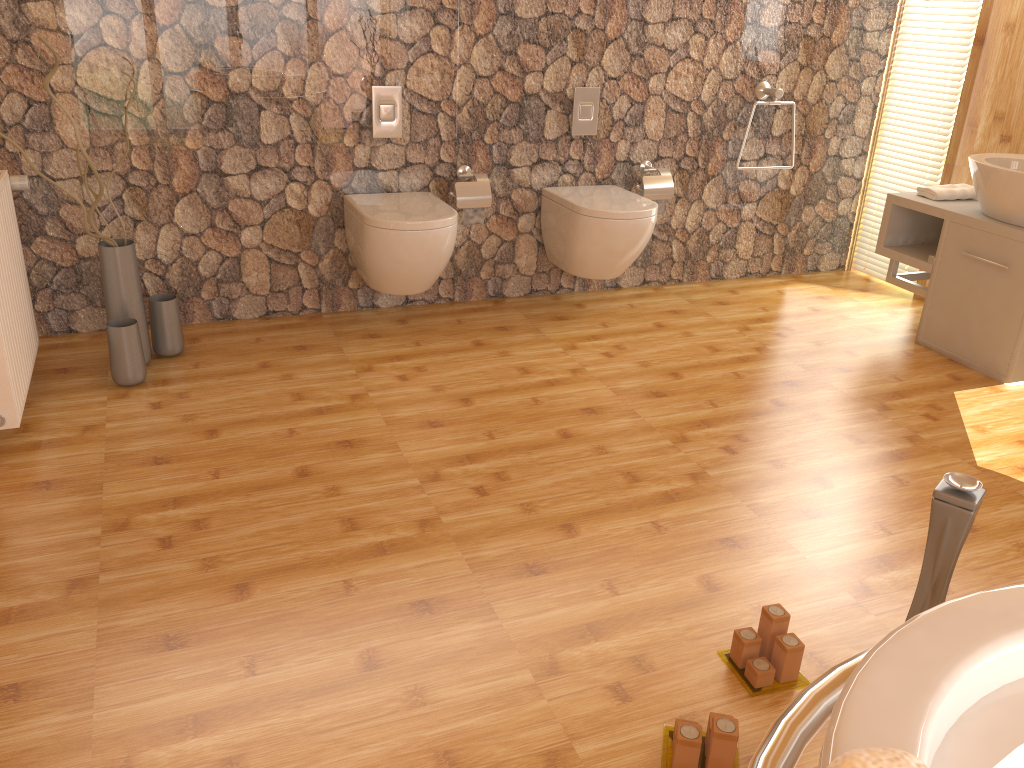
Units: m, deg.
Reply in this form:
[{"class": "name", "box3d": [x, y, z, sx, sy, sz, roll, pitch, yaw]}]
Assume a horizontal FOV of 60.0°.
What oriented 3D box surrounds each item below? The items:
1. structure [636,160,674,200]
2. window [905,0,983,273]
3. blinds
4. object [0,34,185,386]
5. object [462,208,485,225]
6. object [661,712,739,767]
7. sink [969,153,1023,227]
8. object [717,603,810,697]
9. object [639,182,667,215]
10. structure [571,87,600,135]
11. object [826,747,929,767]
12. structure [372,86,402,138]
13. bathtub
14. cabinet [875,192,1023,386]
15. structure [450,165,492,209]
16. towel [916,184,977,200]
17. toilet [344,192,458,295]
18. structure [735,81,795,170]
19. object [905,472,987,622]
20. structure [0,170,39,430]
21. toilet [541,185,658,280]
[{"class": "structure", "box3d": [0.631, -0.925, 4.024, 0.170, 0.151, 0.154, -7, 25, -21]}, {"class": "window", "box3d": [2.749, -0.854, 2.703, 0.010, 2.164, 3.964, -7, 25, -21]}, {"class": "blinds", "box3d": [1.964, -1.538, 4.147, 0.042, 2.178, 0.420, -7, 25, -21]}, {"class": "object", "box3d": [-1.344, -0.522, 2.847, 0.277, 1.123, 0.658, 3, 24, 0]}, {"class": "object", "box3d": [-0.174, -0.752, 3.725, 0.098, 0.151, 0.090, -7, 25, -21]}, {"class": "object", "box3d": [0.353, 0.640, 1.621, 0.141, 0.131, 0.141, 7, 24, 9]}, {"class": "sink", "box3d": [2.057, -0.818, 3.354, 0.533, 0.409, 0.634, -7, 25, -21]}, {"class": "object", "box3d": [0.536, 0.544, 1.857, 0.141, 0.131, 0.141, -5, 25, -17]}, {"class": "object", "box3d": [0.642, -0.850, 4.035, 0.098, 0.151, 0.090, -7, 25, -21]}, {"class": "structure", "box3d": [0.319, -1.183, 3.852, 0.120, 0.200, 0.010, -7, 25, -21]}, {"class": "object", "box3d": [0.294, 0.341, 0.646, 0.105, 0.077, 0.166, -3, 24, -13]}, {"class": "structure", "box3d": [-0.499, -1.085, 3.540, 0.120, 0.200, 0.010, -7, 25, -21]}, {"class": "bathtub", "box3d": [0.823, 0.803, 0.340, 0.977, 0.900, 1.946, -6, 25, -18]}, {"class": "cabinet", "box3d": [2.042, -0.371, 3.555, 0.517, 0.570, 1.136, -7, 25, -21]}, {"class": "structure", "box3d": [-0.185, -0.827, 3.713, 0.170, 0.151, 0.154, -7, 25, -21]}, {"class": "towel", "box3d": [1.865, -0.821, 3.788, 0.225, 0.048, 0.140, -4, 25, -16]}, {"class": "toilet", "box3d": [-0.430, -0.539, 3.528, 0.371, 0.337, 0.507, -7, 25, -21]}, {"class": "structure", "box3d": [1.186, -1.207, 4.149, 0.332, 0.387, 0.133, -7, 25, -21]}, {"class": "object", "box3d": [1.941, -0.107, 1.264, 2.276, 1.921, 0.347, 11, 25, 18]}, {"class": "structure", "box3d": [-1.546, -0.292, 2.704, 0.150, 0.600, 0.745, -7, 25, -21]}, {"class": "toilet", "box3d": [0.389, -0.637, 3.839, 0.371, 0.337, 0.507, -7, 25, -21]}]
